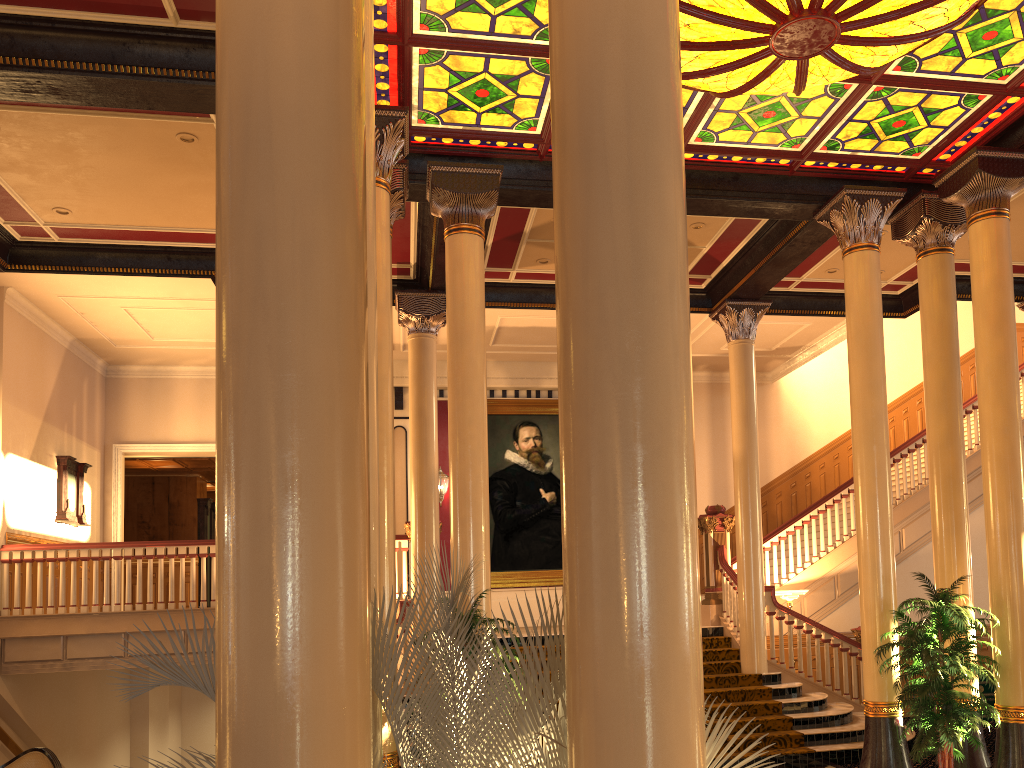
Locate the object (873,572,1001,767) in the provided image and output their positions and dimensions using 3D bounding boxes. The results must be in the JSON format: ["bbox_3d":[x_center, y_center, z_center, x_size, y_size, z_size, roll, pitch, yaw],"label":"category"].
[{"bbox_3d":[3.807,2.725,7.717,1.047,2.125,1.082,-7,-8,39],"label":"object"}]

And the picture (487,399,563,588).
[{"bbox_3d":[0.517,1.978,15.951,2.578,3.411,0.055,-1,-4,-11],"label":"picture"}]

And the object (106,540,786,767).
[{"bbox_3d":[-0.128,1.652,2.967,2.084,2.246,1.845,-1,-8,-6],"label":"object"}]

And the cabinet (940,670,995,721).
[{"bbox_3d":[6.117,4.099,11.036,1.270,0.857,0.552,0,-7,-11],"label":"cabinet"}]

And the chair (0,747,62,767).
[{"bbox_3d":[-4.268,3.583,7.313,0.941,0.902,0.796,-4,-8,10],"label":"chair"}]

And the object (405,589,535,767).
[{"bbox_3d":[-0.298,2.690,6.873,1.106,2.125,1.025,0,-6,-21],"label":"object"}]

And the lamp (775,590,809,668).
[{"bbox_3d":[3.941,3.908,12.220,0.574,1.988,0.594,-3,-5,9],"label":"lamp"}]

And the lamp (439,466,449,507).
[{"bbox_3d":[-1.272,1.827,15.453,0.322,0.721,0.396,-1,-6,-9],"label":"lamp"}]

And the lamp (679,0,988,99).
[{"bbox_3d":[1.877,-2.518,5.616,3.038,0.593,3.023,0,-14,-11],"label":"lamp"}]
